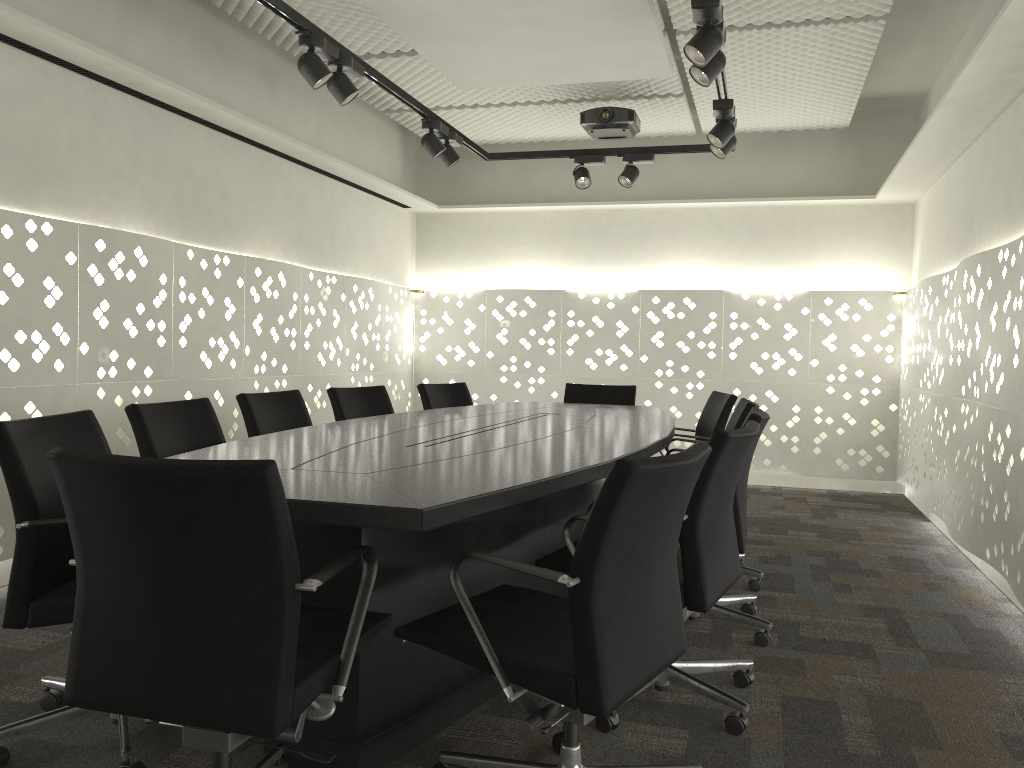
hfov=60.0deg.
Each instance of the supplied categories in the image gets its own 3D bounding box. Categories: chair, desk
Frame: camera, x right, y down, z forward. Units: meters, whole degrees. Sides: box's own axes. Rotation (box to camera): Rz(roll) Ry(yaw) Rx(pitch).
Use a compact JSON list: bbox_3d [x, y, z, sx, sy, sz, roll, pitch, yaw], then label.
[{"bbox_3d":[-0.529,0.395,4.016,0.579,0.757,0.559,3,2,30],"label":"chair"},{"bbox_3d":[-0.748,0.412,3.417,0.579,0.757,0.559,2,2,20],"label":"chair"},{"bbox_3d":[0.388,0.476,2.392,0.579,0.757,0.559,3,2,30],"label":"chair"},{"bbox_3d":[-0.532,0.481,1.636,0.559,0.757,0.579,2,2,20],"label":"chair"},{"bbox_3d":[0.829,0.415,4.365,0.579,0.757,0.559,2,2,5],"label":"chair"},{"bbox_3d":[-0.907,0.455,2.120,0.579,0.757,0.559,2,2,5],"label":"chair"},{"bbox_3d":[-0.861,0.434,2.732,0.579,0.757,0.559,2,2,15],"label":"chair"},{"bbox_3d":[-0.050,0.485,3.258,1.223,0.658,3.364,2,2,16],"label":"desk"},{"bbox_3d":[0.465,0.384,4.962,0.559,0.757,0.579,2,2,20],"label":"chair"},{"bbox_3d":[0.608,0.458,3.030,0.579,0.757,0.559,2,2,20],"label":"chair"},{"bbox_3d":[0.097,0.492,1.763,0.579,0.757,0.559,3,3,35],"label":"chair"},{"bbox_3d":[0.755,0.438,3.684,0.579,0.757,0.559,2,2,15],"label":"chair"},{"bbox_3d":[-0.198,0.379,4.675,0.579,0.757,0.559,3,3,35],"label":"chair"}]

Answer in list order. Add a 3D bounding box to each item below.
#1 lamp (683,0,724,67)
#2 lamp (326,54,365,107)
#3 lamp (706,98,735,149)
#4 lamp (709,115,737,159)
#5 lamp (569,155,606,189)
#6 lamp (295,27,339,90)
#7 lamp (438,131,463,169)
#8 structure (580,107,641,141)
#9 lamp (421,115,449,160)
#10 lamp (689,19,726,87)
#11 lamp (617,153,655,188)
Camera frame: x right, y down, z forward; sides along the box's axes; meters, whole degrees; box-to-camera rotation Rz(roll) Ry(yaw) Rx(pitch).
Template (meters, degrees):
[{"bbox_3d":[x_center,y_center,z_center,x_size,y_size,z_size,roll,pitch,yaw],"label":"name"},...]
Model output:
[{"bbox_3d":[0.617,-1.147,2.867,0.126,0.224,0.213,2,2,19],"label":"lamp"},{"bbox_3d":[-0.652,-1.200,3.485,0.126,0.224,0.213,2,2,19],"label":"lamp"},{"bbox_3d":[0.941,-1.180,4.002,0.126,0.224,0.213,2,2,19],"label":"lamp"},{"bbox_3d":[1.003,-1.187,4.217,0.126,0.224,0.213,2,2,19],"label":"lamp"},{"bbox_3d":[0.426,-1.232,5.095,0.213,0.224,0.126,2,2,19],"label":"lamp"},{"bbox_3d":[-0.714,-1.193,3.270,0.126,0.224,0.213,2,2,19],"label":"lamp"},{"bbox_3d":[-0.320,-1.234,4.645,0.126,0.224,0.213,2,2,19],"label":"lamp"},{"bbox_3d":[0.599,-1.577,5.374,0.327,0.144,0.371,2,2,16],"label":"structure"},{"bbox_3d":[-0.382,-1.227,4.430,0.126,0.224,0.213,2,2,19],"label":"lamp"},{"bbox_3d":[0.678,-1.153,3.082,0.126,0.224,0.213,2,2,19],"label":"lamp"},{"bbox_3d":[0.702,-1.223,5.027,0.214,0.224,0.118,2,2,5],"label":"lamp"}]
